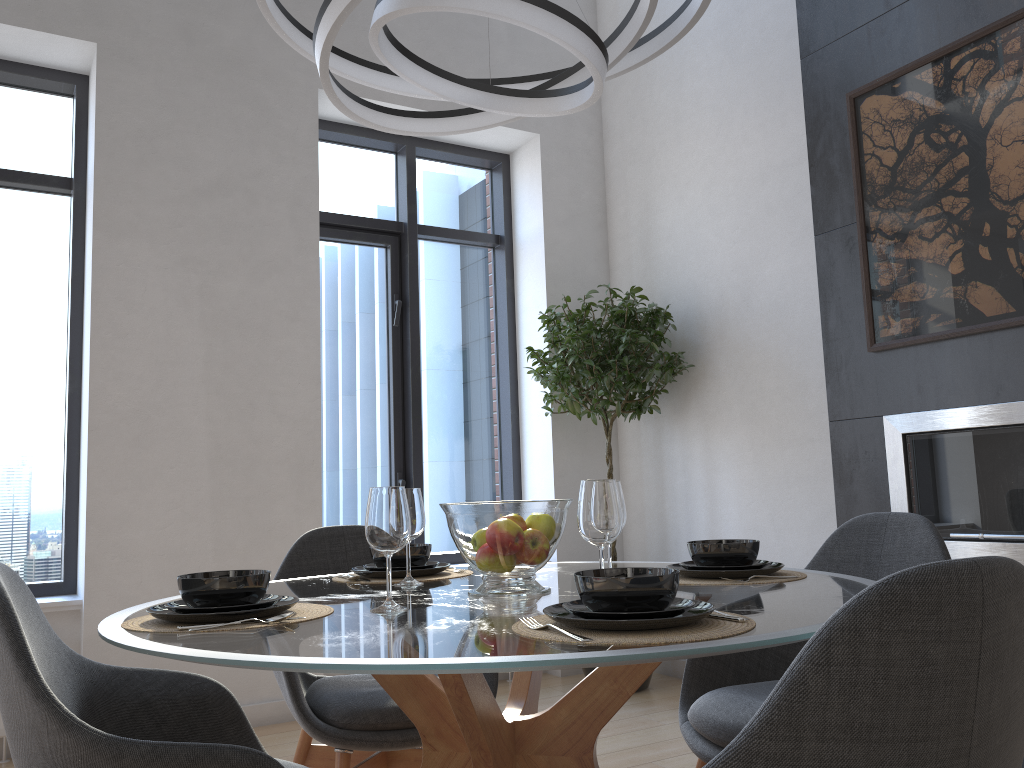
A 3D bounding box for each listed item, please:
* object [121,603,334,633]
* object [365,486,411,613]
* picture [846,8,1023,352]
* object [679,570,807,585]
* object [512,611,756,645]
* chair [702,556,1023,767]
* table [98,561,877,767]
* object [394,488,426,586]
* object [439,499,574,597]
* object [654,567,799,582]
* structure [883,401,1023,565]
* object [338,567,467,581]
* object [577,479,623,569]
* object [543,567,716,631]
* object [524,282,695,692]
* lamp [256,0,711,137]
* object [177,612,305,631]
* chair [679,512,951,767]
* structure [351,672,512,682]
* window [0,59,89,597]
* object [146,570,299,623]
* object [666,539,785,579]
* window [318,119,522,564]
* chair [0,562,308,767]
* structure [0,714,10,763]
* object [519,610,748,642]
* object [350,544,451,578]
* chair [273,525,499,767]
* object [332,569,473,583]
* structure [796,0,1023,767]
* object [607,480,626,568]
[{"bbox_3d":[-0.500,0.414,1.579,0.360,0.002,0.360,-3,-7,11],"label":"object"},{"bbox_3d":[-0.224,0.297,1.608,0.083,0.220,0.083,-6,-8,31],"label":"object"},{"bbox_3d":[1.559,-0.672,2.854,0.026,0.990,1.056,2,-8,-30],"label":"picture"},{"bbox_3d":[0.468,0.428,1.975,0.360,0.002,0.360,-7,-8,34],"label":"object"},{"bbox_3d":[0.179,0.359,1.329,0.360,0.002,0.360,-7,-8,34],"label":"object"},{"bbox_3d":[0.331,0.655,1.101,0.655,0.891,0.619,2,-8,-29],"label":"chair"},{"bbox_3d":[-0.005,0.805,1.764,1.499,0.764,1.499,4,-9,-41],"label":"table"},{"bbox_3d":[-0.242,0.354,2.064,0.083,0.220,0.083,-5,-7,20],"label":"object"},{"bbox_3d":[-0.008,0.334,1.822,0.278,0.184,0.278,1,-8,-22],"label":"object"},{"bbox_3d":[0.460,0.421,1.983,0.206,0.015,0.309,1,-7,-21],"label":"object"},{"bbox_3d":[1.716,0.240,2.816,0.295,0.651,1.010,2,-8,-30],"label":"structure"},{"bbox_3d":[-0.282,0.482,2.267,0.309,0.015,0.206,1,-8,-26],"label":"object"},{"bbox_3d":[0.163,0.286,1.625,0.083,0.220,0.083,-2,-7,-2],"label":"object"},{"bbox_3d":[0.175,0.322,1.341,0.258,0.074,0.258,-8,-9,39],"label":"object"},{"bbox_3d":[0.492,0.487,4.451,0.813,2.019,0.801,2,-8,-27],"label":"object"},{"bbox_3d":[-0.126,-2.867,2.206,1.000,4.513,1.000,2,-8,-29],"label":"lamp"},{"bbox_3d":[-0.496,0.405,1.572,0.206,0.015,0.309,1,-8,-26],"label":"object"},{"bbox_3d":[0.708,0.759,2.058,0.619,0.891,0.655,1,-8,-24],"label":"chair"},{"bbox_3d":[-0.327,1.313,4.491,1.015,0.460,0.110,2,-8,-30],"label":"structure"},{"bbox_3d":[-2.557,-0.277,3.785,1.310,2.402,0.170,2,-8,-30],"label":"window"},{"bbox_3d":[-0.511,0.376,1.578,0.258,0.074,0.258,-8,-9,39],"label":"object"},{"bbox_3d":[0.476,0.391,1.990,0.258,0.074,0.258,-1,-7,-11],"label":"object"},{"bbox_3d":[-0.575,-0.205,4.948,1.310,2.402,0.170,2,-8,-30],"label":"window"},{"bbox_3d":[-0.568,0.737,1.510,0.619,0.891,0.655,1,-8,-24],"label":"chair"},{"bbox_3d":[-2.307,1.241,3.329,1.015,0.460,0.110,2,-8,-30],"label":"structure"},{"bbox_3d":[0.185,0.351,1.334,0.309,0.015,0.206,1,-8,-26],"label":"object"},{"bbox_3d":[-0.286,0.454,2.281,0.258,0.074,0.258,-1,-7,-11],"label":"object"},{"bbox_3d":[-0.369,0.845,2.447,0.655,0.891,0.619,2,-8,-29],"label":"chair"},{"bbox_3d":[-0.279,0.491,2.278,0.360,0.002,0.360,-3,-7,11],"label":"object"},{"bbox_3d":[1.493,-1.902,2.991,0.722,6.351,1.500,2,-8,-30],"label":"structure"},{"bbox_3d":[0.214,0.326,1.970,0.083,0.220,0.083,-5,-7,20],"label":"object"}]
